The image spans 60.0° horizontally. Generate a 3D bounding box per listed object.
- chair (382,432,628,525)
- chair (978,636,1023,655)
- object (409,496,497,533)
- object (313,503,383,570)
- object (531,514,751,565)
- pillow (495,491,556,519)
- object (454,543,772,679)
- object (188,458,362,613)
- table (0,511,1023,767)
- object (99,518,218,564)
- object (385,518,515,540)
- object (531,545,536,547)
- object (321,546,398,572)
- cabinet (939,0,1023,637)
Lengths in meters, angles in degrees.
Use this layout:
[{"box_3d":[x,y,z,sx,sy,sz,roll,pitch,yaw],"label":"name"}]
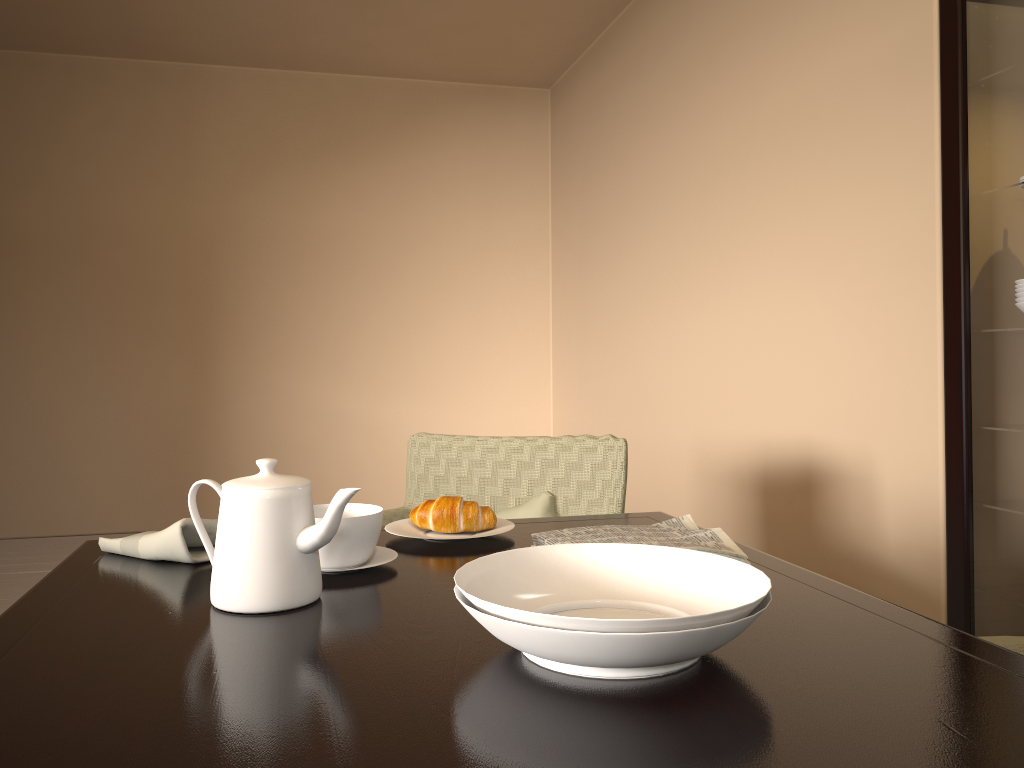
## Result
[{"box_3d":[-0.076,0.518,1.820,0.563,0.801,0.561,0,0,22],"label":"chair"},{"box_3d":[0.695,0.537,0.796,0.561,0.801,0.563,0,0,-8],"label":"chair"},{"box_3d":[-0.091,0.196,1.343,0.138,0.051,0.062,0,0,5],"label":"object"},{"box_3d":[-0.227,0.196,1.129,0.125,0.070,0.116,-1,1,-21],"label":"object"},{"box_3d":[0.157,0.209,1.123,0.233,0.051,0.164,-1,1,-14],"label":"object"},{"box_3d":[-0.029,0.385,1.920,0.316,0.295,0.247,0,0,-1],"label":"pillow"},{"box_3d":[0.089,0.206,0.803,0.281,0.066,0.281,-1,1,-20],"label":"object"},{"box_3d":[-0.263,0.159,0.973,0.198,0.156,0.118,0,0,-8],"label":"object"},{"box_3d":[0.057,0.574,0.456,0.918,0.653,1.991,-1,1,-14],"label":"table"},{"box_3d":[-0.445,0.200,1.249,0.197,0.063,0.204,1,2,38],"label":"object"},{"box_3d":[-0.093,0.220,1.331,0.194,0.014,0.194,-1,2,-38],"label":"object"},{"box_3d":[0.162,0.222,1.159,0.232,0.027,0.164,1,2,41],"label":"object"},{"box_3d":[-0.223,0.227,1.131,0.154,0.012,0.154,1,2,37],"label":"object"},{"box_3d":[1.692,-0.124,1.118,0.888,1.841,2.489,0,1,-14],"label":"cabinet"}]
